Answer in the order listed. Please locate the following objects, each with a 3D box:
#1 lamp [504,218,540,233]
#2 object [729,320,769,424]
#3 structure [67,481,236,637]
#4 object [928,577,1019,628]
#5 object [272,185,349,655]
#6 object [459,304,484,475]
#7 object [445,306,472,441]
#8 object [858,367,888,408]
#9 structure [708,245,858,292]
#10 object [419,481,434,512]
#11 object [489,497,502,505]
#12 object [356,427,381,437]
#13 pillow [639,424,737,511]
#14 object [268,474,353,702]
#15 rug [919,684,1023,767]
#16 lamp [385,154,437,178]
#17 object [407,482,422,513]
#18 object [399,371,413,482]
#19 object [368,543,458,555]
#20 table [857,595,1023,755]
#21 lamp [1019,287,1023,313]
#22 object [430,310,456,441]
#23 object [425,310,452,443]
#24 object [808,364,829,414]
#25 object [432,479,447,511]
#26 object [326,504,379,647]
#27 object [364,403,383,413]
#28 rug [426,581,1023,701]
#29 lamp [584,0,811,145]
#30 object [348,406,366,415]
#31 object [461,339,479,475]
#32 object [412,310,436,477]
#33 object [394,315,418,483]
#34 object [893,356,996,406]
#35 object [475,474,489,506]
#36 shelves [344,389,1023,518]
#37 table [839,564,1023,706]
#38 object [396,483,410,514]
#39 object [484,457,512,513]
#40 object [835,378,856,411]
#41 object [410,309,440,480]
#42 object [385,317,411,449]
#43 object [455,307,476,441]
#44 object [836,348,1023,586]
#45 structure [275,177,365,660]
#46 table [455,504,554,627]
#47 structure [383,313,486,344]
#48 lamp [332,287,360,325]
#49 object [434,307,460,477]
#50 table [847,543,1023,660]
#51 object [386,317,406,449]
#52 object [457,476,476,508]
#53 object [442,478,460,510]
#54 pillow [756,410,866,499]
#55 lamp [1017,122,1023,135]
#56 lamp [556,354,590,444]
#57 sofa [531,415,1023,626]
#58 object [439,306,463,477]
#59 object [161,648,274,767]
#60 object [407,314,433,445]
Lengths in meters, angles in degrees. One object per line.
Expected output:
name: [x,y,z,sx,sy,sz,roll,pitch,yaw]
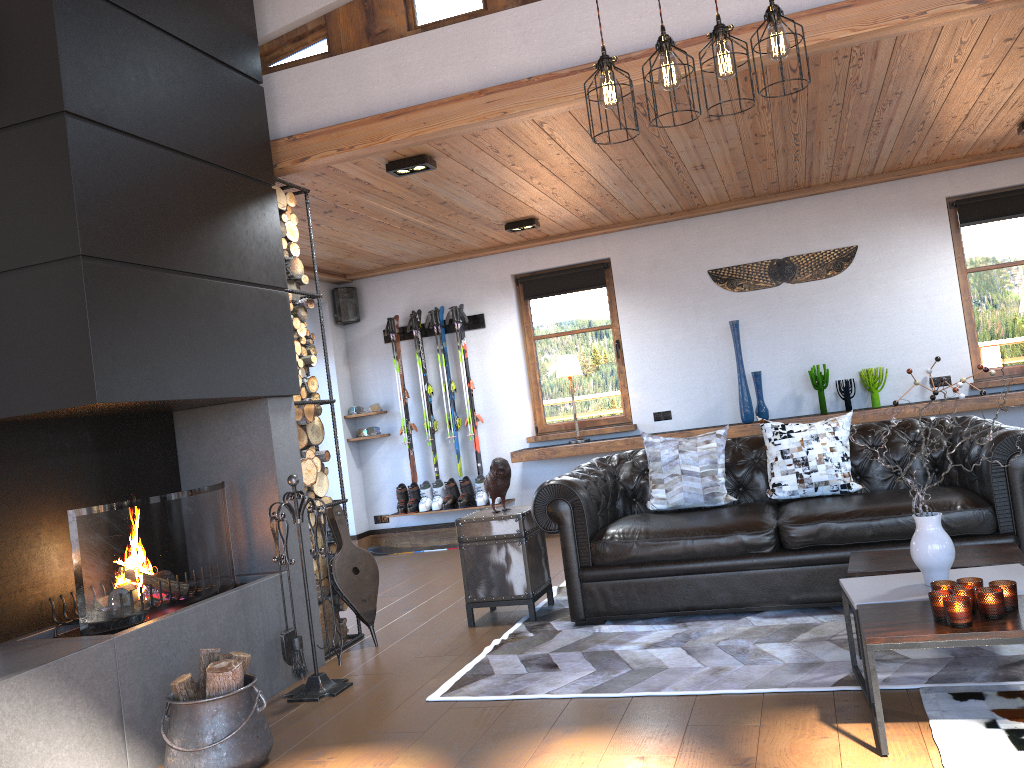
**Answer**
lamp: [0.083,-1.298,7.229,0.259,0.068,0.156,-8,-2,17]
object: [1.979,-0.108,7.416,0.277,0.863,0.110,-6,-3,-27]
structure: [-1.467,0.731,3.889,0.182,0.514,0.989,-8,-2,18]
object: [1.408,0.680,2.772,0.306,0.081,0.243,-6,-2,-34]
object: [-1.339,0.199,4.971,0.463,2.613,0.497,-8,-2,17]
object: [-0.349,0.048,8.228,0.094,1.607,0.116,-8,-2,17]
object: [-0.487,-0.094,8.118,0.122,1.250,0.058,-7,-2,-16]
object: [2.964,0.027,7.252,0.184,0.332,0.197,-7,-2,-23]
structure: [2.297,-0.957,7.522,1.239,0.240,0.099,-8,-2,17]
object: [-0.807,1.039,8.242,0.115,0.270,0.254,-8,-2,23]
object: [-0.166,0.948,8.049,0.116,0.270,0.253,-8,-2,13]
object: [-1.401,0.463,8.577,0.190,0.084,0.347,-6,-2,-37]
pillow: [1.014,0.469,5.116,0.524,0.469,0.285,-8,-2,20]
object: [-0.963,0.928,4.139,0.311,1.018,0.304,-6,-3,-27]
rug: [1.970,0.926,0.994,2.413,0.053,3.835,-8,-2,18]
lamp: [-0.586,-1.273,5.150,0.259,0.068,0.156,-8,-2,17]
object: [-0.923,1.055,8.277,0.115,0.270,0.254,-8,-2,23]
object: [-1.065,0.164,8.456,0.094,1.607,0.116,-8,-2,17]
object: [-0.588,1.481,8.210,1.612,0.065,0.310,-8,-2,17]
table: [1.452,0.891,2.758,0.645,0.350,0.403,-8,-2,17]
lamp: [4.160,-0.023,7.021,0.245,1.482,0.634,-8,-2,9]
object: [-0.649,-0.068,8.250,0.121,1.250,0.059,-7,-2,-1]
object: [-0.682,-0.066,8.192,0.122,1.250,0.058,-6,-3,-26]
object: [2.549,0.044,7.311,0.159,0.411,0.145,-7,-2,-14]
object: [-0.688,1.022,8.221,0.115,0.270,0.254,-8,-2,23]
object: [-0.889,1.060,4.938,0.263,0.795,0.267,-7,-2,1]
object: [-1.337,0.233,8.560,0.158,0.084,0.191,-8,-2,16]
rug: [1.903,1.037,4.303,4.014,0.053,2.449,-8,-2,18]
lamp: [0.538,-2.043,3.233,0.800,2.202,0.262,-8,-2,8]
object: [-1.506,0.257,8.610,0.188,0.084,0.161,-8,-2,16]
object: [-0.435,0.075,8.266,0.094,1.607,0.116,-8,-2,17]
object: [-0.838,0.102,8.413,0.072,1.622,0.112,-8,-2,17]
object: [-0.979,0.137,8.418,0.094,1.607,0.116,-8,-2,17]
object: [3.415,-0.049,7.033,0.638,0.349,0.528,-9,-3,44]
object: [-0.285,0.965,8.085,0.116,0.270,0.253,-8,-2,13]
shelves: [1.605,0.355,7.647,6.594,0.989,0.616,-8,-2,17]
table: [1.565,0.889,3.184,0.647,0.350,0.402,-8,-2,12]
object: [-1.033,1.071,8.312,0.116,0.270,0.252,-8,-2,8]
object: [-0.077,0.583,5.135,0.151,0.319,0.245,-6,-3,-32]
object: [2.755,0.091,7.301,0.130,0.261,0.122,-7,-2,-13]
object: [-0.802,0.094,8.316,0.103,1.622,0.255,-8,-2,14]
object: [-1.090,-0.006,8.383,0.121,1.250,0.059,-7,-2,-1]
object: [-0.406,-0.102,8.189,0.122,1.250,0.058,-7,-2,-21]
object: [1.501,0.313,3.163,0.613,0.808,0.410,-9,-2,28]
structure: [-1.329,0.191,4.975,0.508,2.618,0.505,-8,-2,17]
table: [-0.036,1.038,5.133,0.414,0.609,0.408,-8,-2,17]
structure: [-0.792,-0.526,8.359,1.043,0.135,0.321,-8,-2,17]
lamp: [-1.619,-0.761,8.643,0.212,0.349,0.215,-8,-2,17]
object: [-0.619,0.072,8.379,0.072,1.622,0.112,-8,-2,17]
table: [1.740,0.879,3.611,0.644,0.350,0.403,-8,-2,22]
object: [-1.078,-0.010,8.303,0.059,1.250,0.121,-7,-2,0]
object: [-0.436,0.987,8.160,0.115,0.270,0.254,-9,-2,33]
object: [-0.573,1.006,8.167,0.115,0.270,0.255,-9,-3,37]
pillow: [1.655,0.378,4.923,0.524,0.469,0.285,-8,-2,20]
lamp: [3.664,-1.803,6.147,0.259,0.068,0.156,-8,-2,17]
lamp: [0.659,0.472,8.104,0.244,1.482,0.637,-8,-2,21]
sofa: [1.494,0.713,4.919,2.548,0.838,1.247,-8,-2,16]
object: [-0.552,0.062,8.348,0.072,1.622,0.112,-8,-2,17]
object: [-1.102,1.221,3.291,0.379,0.431,0.389,-9,-3,43]
object: [-0.869,-0.037,8.317,0.121,1.250,0.059,-7,-2,-1]
